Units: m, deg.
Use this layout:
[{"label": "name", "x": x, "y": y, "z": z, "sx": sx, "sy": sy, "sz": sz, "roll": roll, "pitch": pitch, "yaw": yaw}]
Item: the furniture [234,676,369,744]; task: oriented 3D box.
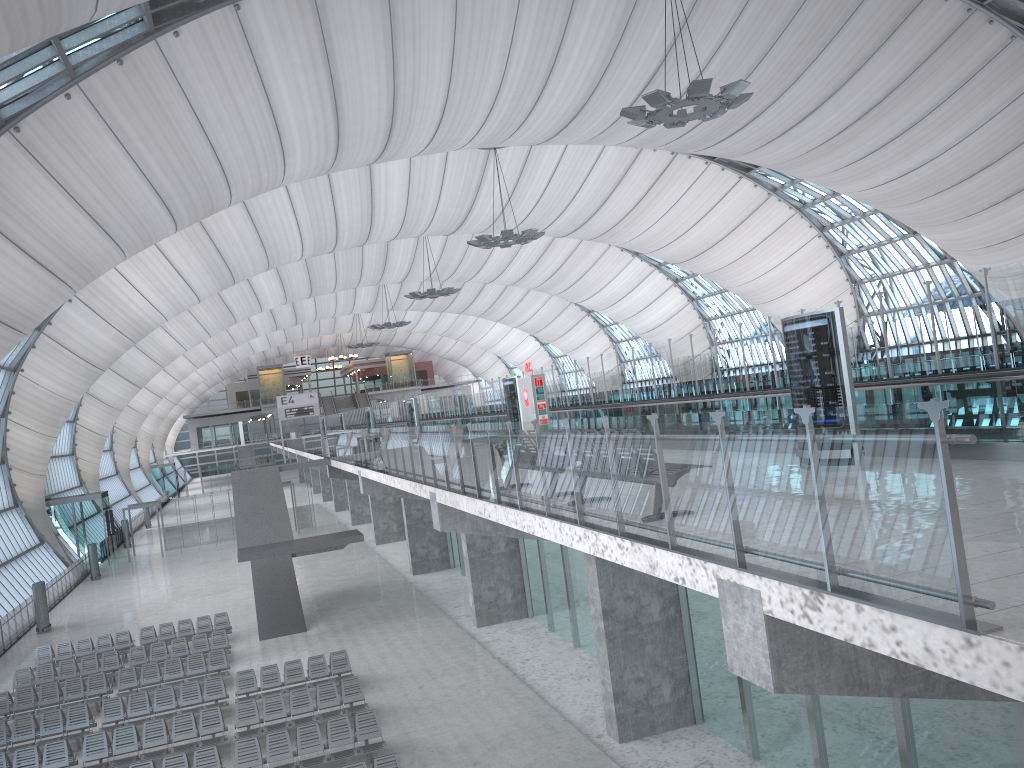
[{"label": "furniture", "x": -4.409, "y": 6.830, "z": 18.547, "sx": 2.705, "sy": 0.913, "sz": 1.572, "roll": -7, "pitch": -1, "yaw": -17}]

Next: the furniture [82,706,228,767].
[{"label": "furniture", "x": -7.105, "y": 7.167, "z": 17.703, "sx": 2.705, "sy": 0.913, "sz": 1.572, "roll": -7, "pitch": -1, "yaw": -17}]

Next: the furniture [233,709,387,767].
[{"label": "furniture", "x": -3.707, "y": 6.698, "z": 16.255, "sx": 2.705, "sy": 0.913, "sz": 1.572, "roll": -7, "pitch": -1, "yaw": -17}]

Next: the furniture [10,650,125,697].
[{"label": "furniture", "x": -11.970, "y": 7.910, "z": 23.944, "sx": 2.705, "sy": 0.913, "sz": 1.572, "roll": -7, "pitch": -1, "yaw": -17}]

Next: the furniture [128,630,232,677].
[{"label": "furniture", "x": -9.273, "y": 7.573, "z": 24.789, "sx": 2.705, "sy": 0.913, "sz": 1.572, "roll": -7, "pitch": -1, "yaw": -17}]

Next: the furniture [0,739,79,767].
[{"label": "furniture", "x": -9.802, "y": 7.504, "z": 16.859, "sx": 2.705, "sy": 0.913, "sz": 1.572, "roll": -7, "pitch": -1, "yaw": -17}]

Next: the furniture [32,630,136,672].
[{"label": "furniture", "x": -12.741, "y": 8.055, "z": 26.466, "sx": 2.705, "sy": 0.913, "sz": 1.572, "roll": -7, "pitch": -1, "yaw": -17}]

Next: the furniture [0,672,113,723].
[{"label": "furniture", "x": -11.283, "y": 7.782, "z": 21.702, "sx": 2.705, "sy": 0.913, "sz": 1.572, "roll": -7, "pitch": -1, "yaw": -17}]

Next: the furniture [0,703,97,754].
[{"label": "furniture", "x": -10.503, "y": 7.635, "z": 19.151, "sx": 2.705, "sy": 0.913, "sz": 1.572, "roll": -7, "pitch": -1, "yaw": -17}]

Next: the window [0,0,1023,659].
[{"label": "window", "x": -10.475, "y": -0.803, "z": 80.146, "sx": 50.537, "sy": 20.004, "sz": 167.818, "roll": -7, "pitch": -1, "yaw": -17}]

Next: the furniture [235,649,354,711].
[{"label": "furniture", "x": -5.110, "y": 6.961, "z": 20.840, "sx": 2.705, "sy": 0.913, "sz": 1.572, "roll": -7, "pitch": -1, "yaw": -17}]

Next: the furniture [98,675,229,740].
[{"label": "furniture", "x": -7.807, "y": 7.298, "z": 19.996, "sx": 2.705, "sy": 0.913, "sz": 1.572, "roll": -7, "pitch": -1, "yaw": -17}]

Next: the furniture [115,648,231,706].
[{"label": "furniture", "x": -8.587, "y": 7.445, "z": 22.546, "sx": 2.705, "sy": 0.913, "sz": 1.572, "roll": -7, "pitch": -1, "yaw": -17}]

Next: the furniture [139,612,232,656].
[{"label": "furniture", "x": -10.045, "y": 7.718, "z": 27.310, "sx": 2.705, "sy": 0.913, "sz": 1.572, "roll": -7, "pitch": -1, "yaw": -17}]

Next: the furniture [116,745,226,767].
[{"label": "furniture", "x": -6.404, "y": 7.036, "z": 15.410, "sx": 2.705, "sy": 0.913, "sz": 1.572, "roll": -7, "pitch": -1, "yaw": -17}]

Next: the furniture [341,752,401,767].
[{"label": "furniture", "x": -3.006, "y": 6.567, "z": 13.962, "sx": 2.705, "sy": 0.913, "sz": 1.572, "roll": -7, "pitch": -1, "yaw": -17}]
